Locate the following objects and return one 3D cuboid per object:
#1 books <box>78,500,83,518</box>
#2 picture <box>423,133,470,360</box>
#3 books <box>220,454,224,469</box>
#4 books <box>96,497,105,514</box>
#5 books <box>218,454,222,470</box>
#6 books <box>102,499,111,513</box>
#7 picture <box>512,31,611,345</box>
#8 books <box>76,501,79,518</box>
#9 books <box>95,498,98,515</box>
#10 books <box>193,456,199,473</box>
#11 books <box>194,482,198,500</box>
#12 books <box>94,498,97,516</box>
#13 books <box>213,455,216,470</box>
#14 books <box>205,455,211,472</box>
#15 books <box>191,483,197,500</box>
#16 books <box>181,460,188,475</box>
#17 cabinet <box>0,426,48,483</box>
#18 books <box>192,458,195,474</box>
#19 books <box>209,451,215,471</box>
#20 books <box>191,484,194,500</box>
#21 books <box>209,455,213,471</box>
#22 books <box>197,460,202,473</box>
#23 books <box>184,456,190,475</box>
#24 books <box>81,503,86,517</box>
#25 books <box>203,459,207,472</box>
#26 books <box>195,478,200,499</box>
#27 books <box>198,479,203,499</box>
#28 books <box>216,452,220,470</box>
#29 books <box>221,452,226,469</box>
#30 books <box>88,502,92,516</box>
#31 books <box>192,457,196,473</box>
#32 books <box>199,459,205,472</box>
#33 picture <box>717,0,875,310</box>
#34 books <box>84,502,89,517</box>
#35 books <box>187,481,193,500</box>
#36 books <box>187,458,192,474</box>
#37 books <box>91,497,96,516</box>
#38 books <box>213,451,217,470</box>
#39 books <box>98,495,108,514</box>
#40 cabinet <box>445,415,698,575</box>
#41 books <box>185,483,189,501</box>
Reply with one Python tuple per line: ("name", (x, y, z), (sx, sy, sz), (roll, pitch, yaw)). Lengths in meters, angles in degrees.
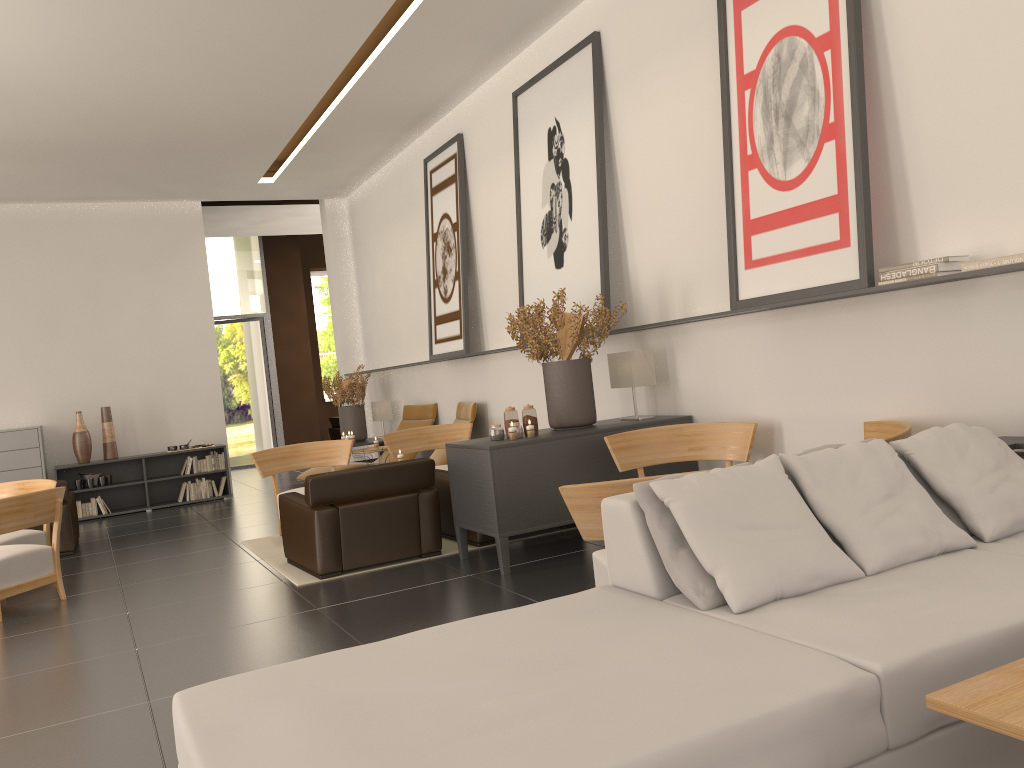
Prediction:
("books", (-8.152, 2.362, 16.734), (0.054, 0.311, 0.244), (-6, 0, -26))
("picture", (-1.100, -2.187, 14.664), (0.385, 3.493, 1.599), (-6, 0, -26))
("books", (-5.865, 1.566, 17.903), (0.048, 0.305, 0.226), (-6, 0, -26))
("books", (-7.834, 2.319, 16.887), (0.130, 0.322, 0.252), (-6, 0, -26))
("books", (-5.902, 1.567, 17.874), (0.039, 0.313, 0.245), (-6, 0, -26))
("books", (-7.747, 2.324, 16.929), (0.142, 0.290, 0.252), (-6, 0, -26))
("picture", (0.572, -2.319, 11.233), (0.385, 3.493, 2.191), (-6, 0, -26))
("books", (-8.197, 2.363, 16.717), (0.039, 0.318, 0.235), (-6, 0, -26))
("books", (-7.901, 2.334, 16.860), (0.017, 0.305, 0.239), (-6, 0, -26))
("books", (-6.311, 1.608, 17.705), (0.055, 0.329, 0.187), (-6, 0, -26))
("books", (-6.301, 2.130, 17.671), (0.016, 0.328, 0.265), (-6, 0, -26))
("books", (-7.917, 2.327, 16.845), (0.019, 0.324, 0.254), (-6, 0, -26))
("books", (-5.998, 1.584, 17.843), (0.017, 0.302, 0.215), (-6, 0, -26))
("books", (-6.098, 1.591, 17.778), (0.054, 0.311, 0.244), (-6, 0, -26))
("books", (-6.336, 2.135, 17.659), (0.057, 0.328, 0.257), (-6, 0, -26))
("books", (-6.498, 1.650, 17.576), (0.142, 0.290, 0.252), (-6, 0, -26))
("cabinet", (-10.184, 1.887, 16.109), (3.083, 1.876, 1.039), (-7, 0, -26))
("books", (-6.350, 1.625, 17.656), (0.017, 0.305, 0.239), (-6, 0, -26))
("books", (-6.026, 1.546, 17.822), (0.039, 0.384, 0.232), (-6, 0, -26))
("books", (-6.370, 2.142, 17.644), (0.018, 0.321, 0.251), (-6, 0, -26))
("books", (-6.058, 1.583, 17.803), (0.039, 0.318, 0.235), (-6, 0, -26))
("books", (-6.261, 1.642, 17.739), (0.055, 0.249, 0.167), (-6, 0, -26))
("books", (-6.452, 1.613, 17.609), (0.138, 0.354, 0.235), (-6, 0, -26))
("books", (-8.115, 2.388, 16.793), (0.055, 0.249, 0.167), (-6, 0, -26))
("books", (-6.162, 1.630, 17.788), (0.055, 0.249, 0.167), (-6, 0, -26))
("books", (-6.275, 2.088, 17.705), (0.031, 0.406, 0.231), (-6, 0, -26))
("books", (-6.243, 2.098, 17.726), (0.042, 0.377, 0.221), (-6, 0, -26))
("books", (-5.949, 1.550, 17.872), (0.039, 0.358, 0.210), (-6, 0, -26))
("books", (-5.829, 1.545, 17.907), (0.022, 0.339, 0.253), (-6, 0, -26))
("books", (-8.016, 2.376, 16.842), (0.055, 0.249, 0.167), (-6, 0, -26))
("books", (-6.330, 1.613, 17.658), (0.019, 0.324, 0.254), (-6, 0, -26))
("books", (-6.211, 1.636, 17.764), (0.055, 0.249, 0.167), (-6, 0, -26))
("picture", (2.349, -2.459, 7.588), (0.385, 3.493, 1.599), (-6, 0, -26))
("books", (-8.066, 2.382, 16.818), (0.055, 0.249, 0.167), (-6, 0, -26))
("books", (-6.401, 2.118, 17.633), (0.042, 0.377, 0.248), (-6, 0, -26))
("books", (-6.413, 1.625, 17.618), (0.130, 0.322, 0.252), (-6, 0, -26))
("books", (-7.966, 2.330, 16.858), (0.055, 0.329, 0.187), (-6, 0, -26))
("books", (-5.980, 1.540, 17.852), (0.029, 0.385, 0.219), (-6, 0, -26))
("books", (-7.807, 2.300, 16.910), (0.138, 0.354, 0.235), (-6, 0, -26))
("cabinet", (0.673, 1.099, 9.445), (2.402, 1.240, 1.119), (-7, 0, -26))
("books", (-6.445, 2.140, 17.600), (0.071, 0.344, 0.265), (-6, 0, -26))
